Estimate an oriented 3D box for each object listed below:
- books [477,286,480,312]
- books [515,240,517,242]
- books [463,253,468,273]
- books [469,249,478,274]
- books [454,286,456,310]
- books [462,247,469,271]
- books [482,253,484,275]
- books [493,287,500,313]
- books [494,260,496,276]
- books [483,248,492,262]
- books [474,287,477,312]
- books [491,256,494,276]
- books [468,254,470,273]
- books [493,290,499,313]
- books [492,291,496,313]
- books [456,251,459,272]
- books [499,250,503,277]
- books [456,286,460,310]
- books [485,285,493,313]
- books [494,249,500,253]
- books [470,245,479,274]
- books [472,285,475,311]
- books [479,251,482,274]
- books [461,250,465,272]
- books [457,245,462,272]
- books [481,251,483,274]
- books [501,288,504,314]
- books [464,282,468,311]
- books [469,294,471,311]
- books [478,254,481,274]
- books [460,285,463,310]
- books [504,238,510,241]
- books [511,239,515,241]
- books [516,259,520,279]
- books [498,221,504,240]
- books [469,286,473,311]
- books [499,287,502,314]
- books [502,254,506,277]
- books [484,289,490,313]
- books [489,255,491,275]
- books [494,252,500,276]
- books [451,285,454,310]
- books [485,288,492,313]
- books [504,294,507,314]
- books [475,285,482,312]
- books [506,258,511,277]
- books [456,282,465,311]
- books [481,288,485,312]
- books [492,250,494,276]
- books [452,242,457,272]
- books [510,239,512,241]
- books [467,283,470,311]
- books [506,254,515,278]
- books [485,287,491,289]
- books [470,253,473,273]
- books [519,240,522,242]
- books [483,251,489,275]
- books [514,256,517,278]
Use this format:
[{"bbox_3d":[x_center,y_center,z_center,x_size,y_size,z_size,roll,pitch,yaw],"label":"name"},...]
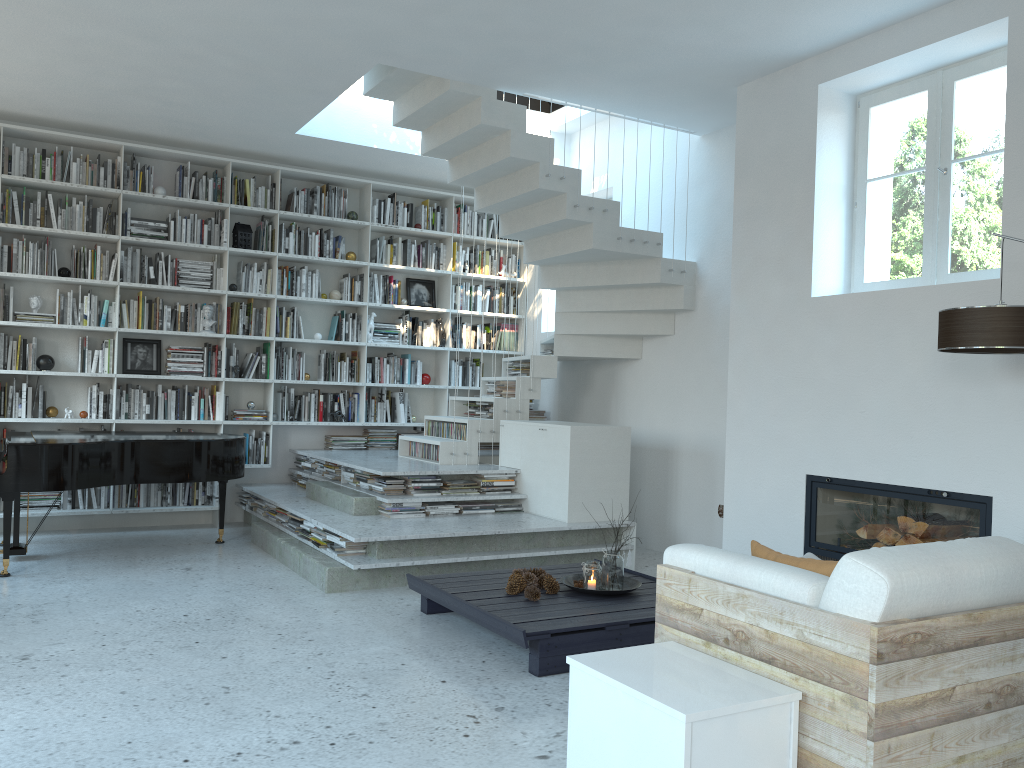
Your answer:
[{"bbox_3d":[-0.376,-0.838,8.885,0.022,0.262,0.172,2,0,-30],"label":"books"},{"bbox_3d":[-0.001,-1.518,9.089,0.036,0.183,0.161,2,0,-30],"label":"books"},{"bbox_3d":[-0.486,-1.176,8.725,0.024,0.193,0.189,2,0,-30],"label":"books"},{"bbox_3d":[-0.392,-1.202,8.782,0.023,0.253,0.189,2,0,-30],"label":"books"},{"bbox_3d":[-0.601,-0.840,8.777,0.026,0.250,0.160,2,0,-30],"label":"books"},{"bbox_3d":[-0.472,-1.210,8.749,0.023,0.263,0.158,2,0,-30],"label":"books"},{"bbox_3d":[-0.319,-1.184,8.829,0.013,0.222,0.174,2,0,-30],"label":"books"},{"bbox_3d":[-0.168,-0.840,9.010,0.012,0.283,0.151,2,0,-30],"label":"books"},{"bbox_3d":[-0.207,-1.158,8.997,0.034,0.183,0.156,2,0,-30],"label":"books"},{"bbox_3d":[-0.251,-1.217,8.957,0.010,0.295,0.165,2,0,-30],"label":"books"},{"bbox_3d":[-0.397,-0.837,8.875,0.024,0.259,0.156,2,0,-30],"label":"books"},{"bbox_3d":[-0.236,-1.175,8.952,0.013,0.213,0.186,2,0,-30],"label":"books"},{"bbox_3d":[-0.467,-1.177,8.800,0.038,0.199,0.170,2,0,-30],"label":"books"},{"bbox_3d":[-0.189,-0.826,9.008,0.025,0.252,0.160,2,0,-30],"label":"books"},{"bbox_3d":[-0.217,-0.819,9.004,0.028,0.237,0.145,2,0,-30],"label":"books"},{"bbox_3d":[-0.573,-1.185,8.678,0.024,0.205,0.165,2,0,-30],"label":"books"},{"bbox_3d":[-0.147,-1.208,9.021,0.023,0.287,0.163,2,0,-30],"label":"books"},{"bbox_3d":[-0.566,-0.838,8.765,0.023,0.247,0.182,2,0,-30],"label":"books"},{"bbox_3d":[-0.239,-0.847,8.991,0.024,0.292,0.132,2,0,-30],"label":"books"},{"bbox_3d":[-0.167,-1.213,9.022,0.011,0.294,0.151,2,0,-30],"label":"books"},{"bbox_3d":[-0.374,-1.223,8.797,0.022,0.296,0.152,2,0,-30],"label":"books"},{"bbox_3d":[-0.423,-0.844,8.871,0.025,0.271,0.152,2,0,-30],"label":"books"},{"bbox_3d":[-0.349,-1.195,8.823,0.022,0.242,0.144,2,0,-30],"label":"books"},{"bbox_3d":[-0.520,-1.192,8.712,0.049,0.224,0.161,2,0,-30],"label":"books"},{"bbox_3d":[-0.546,-1.213,8.683,0.026,0.263,0.189,2,0,-30],"label":"books"},{"bbox_3d":[-0.334,-1.192,8.831,0.012,0.237,0.165,2,0,-30],"label":"books"},{"bbox_3d":[-0.136,-0.831,9.021,0.028,0.268,0.173,2,0,-30],"label":"books"},{"bbox_3d":[-0.488,-0.859,8.836,0.022,0.297,0.162,2,0,-30],"label":"books"},{"bbox_3d":[-0.460,-0.800,8.856,0.027,0.179,0.157,2,0,-30],"label":"books"},{"bbox_3d":[-0.362,-1.177,8.809,0.014,0.206,0.184,2,0,-30],"label":"books"},{"bbox_3d":[-0.540,-0.841,8.793,0.026,0.256,0.173,2,0,-30],"label":"books"},{"bbox_3d":[-0.069,-1.538,9.038,0.012,0.216,0.192,2,0,-30],"label":"books"},{"bbox_3d":[-0.014,-1.571,9.065,0.014,0.286,0.189,2,0,-30],"label":"books"},{"bbox_3d":[0.034,-1.166,9.108,0.011,0.216,0.170,2,0,-30],"label":"books"},{"bbox_3d":[-0.113,-1.555,9.035,0.068,0.247,0.160,2,0,-30],"label":"books"},{"bbox_3d":[-0.435,-0.839,8.854,0.013,0.260,0.158,2,0,-30],"label":"books"},{"bbox_3d":[-0.155,-0.837,9.013,0.013,0.277,0.188,2,0,-30],"label":"books"},{"bbox_3d":[-0.105,-1.190,9.041,0.070,0.254,0.154,2,0,-30],"label":"books"},{"bbox_3d":[-0.285,-0.826,8.935,0.045,0.245,0.177,2,0,-30],"label":"books"},{"bbox_3d":[-0.263,-1.180,8.942,0.023,0.220,0.171,2,0,-30],"label":"books"},{"bbox_3d":[-0.171,-1.196,8.994,0.022,0.261,0.160,2,0,-30],"label":"books"},{"bbox_3d":[-0.612,-0.843,8.757,0.012,0.254,0.161,2,0,-30],"label":"books"},{"bbox_3d":[-0.259,-0.831,8.957,0.023,0.258,0.184,2,0,-30],"label":"books"},{"bbox_3d":[-0.113,-0.802,9.033,0.025,0.211,0.188,2,0,-30],"label":"books"},{"bbox_3d":[-0.355,-0.848,8.902,0.030,0.284,0.166,2,0,-30],"label":"books"},{"bbox_3d":[-0.064,-1.168,9.062,0.023,0.213,0.180,2,0,-30],"label":"books"},{"bbox_3d":[-0.516,-0.855,8.791,0.014,0.285,0.185,2,0,-30],"label":"books"},{"bbox_3d":[-0.320,-0.831,8.939,0.012,0.254,0.161,2,0,-30],"label":"books"},{"bbox_3d":[-0.231,-1.209,8.983,0.024,0.281,0.153,2,0,-30],"label":"books"},{"bbox_3d":[-0.586,-1.230,8.669,0.010,0.294,0.183,2,0,-30],"label":"books"},{"bbox_3d":[-0.040,-1.574,9.085,0.012,0.292,0.140,2,0,-30],"label":"books"},{"bbox_3d":[-0.468,-0.857,8.834,0.012,0.293,0.165,2,0,-30],"label":"books"},{"bbox_3d":[-0.026,-1.189,9.094,0.029,0.258,0.163,2,0,-30],"label":"books"},{"bbox_3d":[-0.256,-0.839,8.986,0.010,0.273,0.130,2,0,-30],"label":"books"},{"bbox_3d":[-0.422,-1.182,8.786,0.025,0.211,0.134,2,0,-30],"label":"books"},{"bbox_3d":[0.043,-1.544,9.103,0.025,0.237,0.187,2,0,-30],"label":"books"},{"bbox_3d":[-0.306,-1.193,8.862,0.042,0.242,0.247,2,0,-30],"label":"books"},{"bbox_3d":[0.004,-1.182,9.111,0.040,0.246,0.160,2,0,-30],"label":"books"}]
